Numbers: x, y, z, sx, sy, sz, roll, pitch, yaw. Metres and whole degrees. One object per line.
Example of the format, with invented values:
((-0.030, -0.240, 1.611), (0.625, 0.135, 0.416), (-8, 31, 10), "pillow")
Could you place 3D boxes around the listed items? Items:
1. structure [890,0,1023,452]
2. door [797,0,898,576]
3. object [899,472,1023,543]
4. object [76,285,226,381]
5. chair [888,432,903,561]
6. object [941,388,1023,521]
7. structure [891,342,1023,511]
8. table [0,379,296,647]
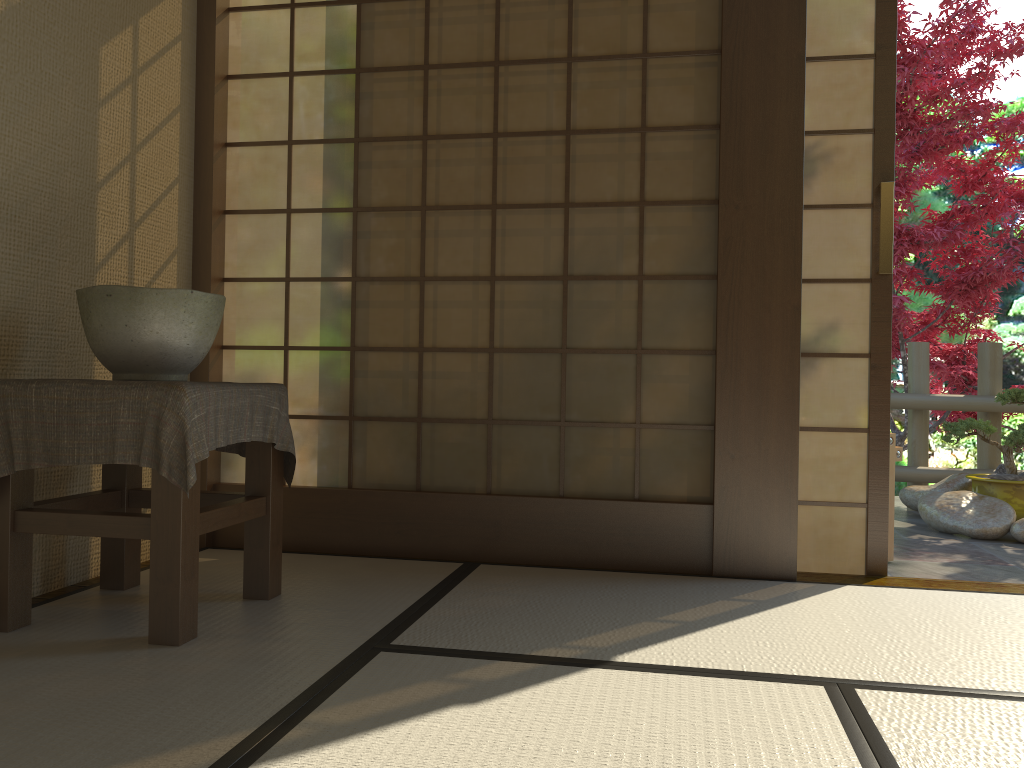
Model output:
((2.305, -1.099, 6.230), (3.412, 4.004, 3.045), (1, 0, 43), "structure")
((0.332, -0.485, 3.106), (1.894, 2.380, 0.073), (1, 0, 11), "door")
((2.764, 0.639, 4.629), (1.260, 0.276, 1.147), (1, 0, 7), "object")
((-0.926, -0.120, 2.282), (0.358, 0.230, 0.357), (1, 0, -19), "object")
((1.162, 0.430, 3.832), (0.704, 0.598, 0.698), (1, 0, -33), "chair")
((2.831, 0.089, 4.632), (1.032, 1.362, 0.586), (1, 0, 37), "object")
((2.902, 0.301, 5.263), (7.456, 1.136, 0.245), (1, 0, 11), "structure")
((-0.946, 0.287, 2.282), (0.633, 0.595, 0.629), (1, 0, 10), "table")
